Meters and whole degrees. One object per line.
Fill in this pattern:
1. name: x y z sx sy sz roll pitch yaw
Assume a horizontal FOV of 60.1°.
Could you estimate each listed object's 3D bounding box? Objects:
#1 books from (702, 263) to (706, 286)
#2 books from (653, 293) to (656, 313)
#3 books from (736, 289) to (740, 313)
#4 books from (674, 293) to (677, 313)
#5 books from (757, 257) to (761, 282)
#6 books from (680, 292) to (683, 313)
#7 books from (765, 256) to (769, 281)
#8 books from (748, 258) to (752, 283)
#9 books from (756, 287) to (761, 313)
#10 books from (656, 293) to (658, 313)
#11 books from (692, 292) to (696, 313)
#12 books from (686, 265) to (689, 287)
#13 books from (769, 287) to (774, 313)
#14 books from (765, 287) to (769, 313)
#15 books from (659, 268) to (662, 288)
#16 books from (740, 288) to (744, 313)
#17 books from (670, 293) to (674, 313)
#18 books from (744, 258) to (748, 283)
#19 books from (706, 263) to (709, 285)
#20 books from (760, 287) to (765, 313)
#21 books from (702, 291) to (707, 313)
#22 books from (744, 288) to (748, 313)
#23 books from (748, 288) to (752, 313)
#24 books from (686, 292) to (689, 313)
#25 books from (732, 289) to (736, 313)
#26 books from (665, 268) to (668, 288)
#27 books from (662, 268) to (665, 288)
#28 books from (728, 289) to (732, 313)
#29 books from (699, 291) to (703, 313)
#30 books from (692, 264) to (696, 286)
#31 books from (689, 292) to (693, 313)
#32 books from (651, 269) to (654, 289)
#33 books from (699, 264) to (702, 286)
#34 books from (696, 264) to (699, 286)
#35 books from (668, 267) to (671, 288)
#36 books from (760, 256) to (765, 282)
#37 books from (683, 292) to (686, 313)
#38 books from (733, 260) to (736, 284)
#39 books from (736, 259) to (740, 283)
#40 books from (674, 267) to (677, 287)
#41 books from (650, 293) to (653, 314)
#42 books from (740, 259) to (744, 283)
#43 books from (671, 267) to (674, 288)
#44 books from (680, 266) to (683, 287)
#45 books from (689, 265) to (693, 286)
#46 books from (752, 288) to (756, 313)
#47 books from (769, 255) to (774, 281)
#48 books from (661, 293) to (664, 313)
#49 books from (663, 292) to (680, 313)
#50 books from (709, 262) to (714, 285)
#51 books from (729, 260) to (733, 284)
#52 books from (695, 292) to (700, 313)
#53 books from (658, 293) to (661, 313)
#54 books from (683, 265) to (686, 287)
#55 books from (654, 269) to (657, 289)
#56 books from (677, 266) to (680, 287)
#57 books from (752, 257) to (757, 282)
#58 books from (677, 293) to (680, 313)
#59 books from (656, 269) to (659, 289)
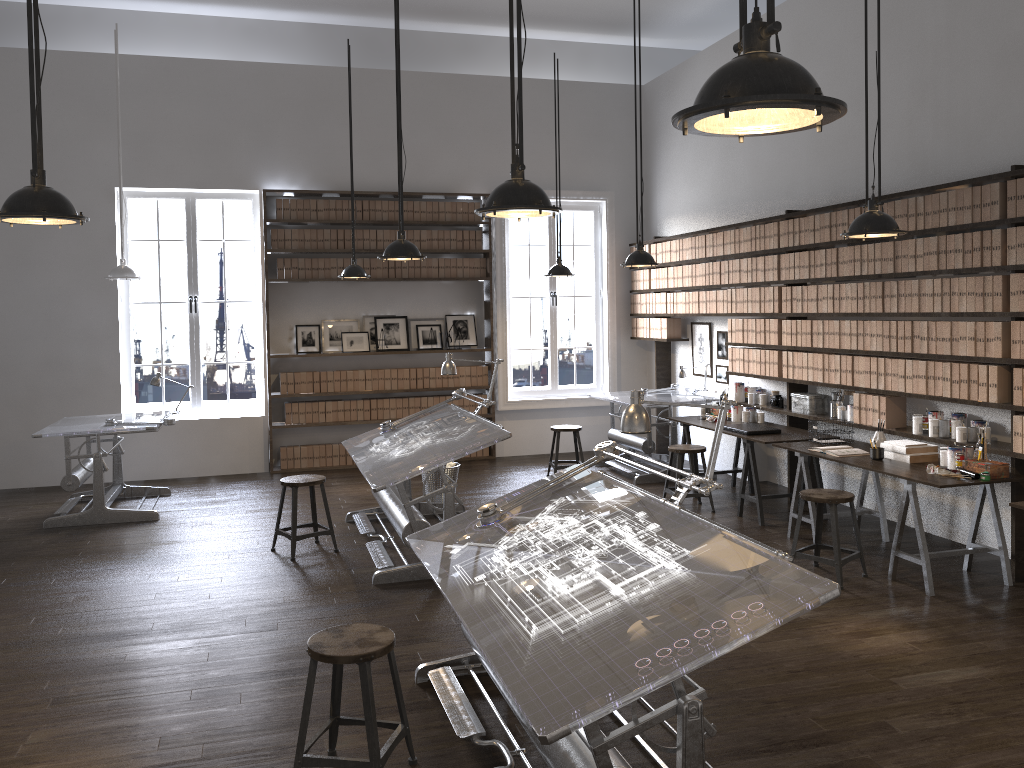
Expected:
1. books: 1.973 -1.081 8.754 0.174 0.225 0.067 -2 2 -16
2. books: 1.661 -0.900 9.872 0.174 0.225 0.067 -2 2 -16
3. books: 2.159 -0.767 8.160 0.174 0.225 0.067 -2 2 -16
4. books: 1.807 -0.854 9.375 0.174 0.225 0.067 -2 2 -16
5. books: 2.252 -1.008 7.812 0.174 0.225 0.067 -2 2 -16
6. books: 1.844 -0.844 9.240 0.174 0.225 0.067 -2 2 -16
7. books: 2.288 -0.998 7.680 0.174 0.225 0.067 -2 2 -16
8. books: 2.208 -1.018 7.945 0.174 0.225 0.067 -2 2 -16
9. books: 2.247 -0.741 7.829 0.174 0.225 0.067 -2 2 -16
10. books: 1.684 -0.895 9.806 0.174 0.225 0.067 -2 2 -16
11. books: 1.923 -0.823 8.978 0.174 0.225 0.067 -2 2 -16
12. books: 1.878 -1.107 9.096 0.174 0.225 0.067 -2 2 -16
13. books: 2.307 -0.726 7.629 0.174 0.225 0.067 -2 2 -16
14. books: 2.291 -0.731 7.698 0.174 0.225 0.067 -2 2 -16
15. books: 1.706 -1.154 9.696 0.174 0.225 0.067 -2 2 -16
16. books: 2.177 -0.762 8.092 0.174 0.225 0.067 -2 2 -16
17. books: 1.783 -0.859 9.441 0.174 0.225 0.067 -2 2 -16
18. books: 2.190 -1.023 8.015 0.174 0.225 0.067 -2 2 -16
19. books: 1.993 -1.075 8.685 0.174 0.225 0.067 -2 2 -16
20. books: 2.272 -0.736 7.766 0.174 0.225 0.067 -2 2 -16
21. books: 1.979 -0.807 8.765 0.174 0.225 0.067 -2 2 -16
22. books: 2.192 -0.756 8.024 0.174 0.225 0.067 -2 2 -16
23. books: 2.214 -0.751 7.954 0.174 0.225 0.067 -2 2 -16
24. books: 1.880 -0.833 9.100 0.174 0.225 0.067 -2 2 -16
25. books: 2.136 -0.772 8.226 0.174 0.225 0.067 -2 2 -16
26. books: 1.741 -1.143 9.561 0.174 0.225 0.067 -2 2 -16
27. books: 1.726 -1.149 9.634 0.174 0.225 0.067 -2 2 -16
28. books: 2.113 -0.777 8.294 0.174 0.225 0.067 -2 2 -16
29. books: 1.964 -0.812 8.835 0.174 0.225 0.067 -2 2 -16
30. books: 1.919 -1.097 8.959 0.174 0.225 0.067 -2 2 -16
31. books: 1.902 -0.828 9.040 0.174 0.225 0.067 -2 2 -16
32. books: 1.647 -1.169 9.895 0.174 0.225 0.067 -2 2 -16
33. books: 1.956 -1.086 8.824 0.174 0.225 0.067 -2 2 -16
34. books: 1.941 -1.092 8.893 0.174 0.225 0.067 -2 2 -16
35. books: 1.767 -1.138 9.490 0.174 0.225 0.067 -2 2 -16
36. books: 2.265 -1.002 7.743 0.174 0.225 0.067 -2 2 -16
37. books: 1.860 -0.838 9.169 0.174 0.225 0.067 -2 2 -16
38. books: 2.138 -1.038 8.205 0.174 0.225 0.067 -2 2 -16
39. books: 2.151 -1.033 8.139 0.174 0.225 0.067 -2 2 -16
40. books: 1.806 -1.127 9.354 0.174 0.225 0.067 -2 2 -16
41. books: 1.637 -0.905 9.941 0.174 0.225 0.067 -2 2 -16
42. books: 2.174 -1.028 8.076 0.174 0.225 0.067 -2 2 -16
43. books: 1.783 -1.133 9.421 0.174 0.225 0.067 -2 2 -16
44. books: 1.839 -1.117 9.219 0.174 0.225 0.067 -2 2 -16
45. books: 1.896 -1.102 9.025 0.174 0.225 0.067 -2 2 -16
46. books: 2.233 -0.746 7.895 0.174 0.225 0.067 -2 2 -16
47. books: 2.304 -0.993 7.619 0.174 0.225 0.067 -2 2 -16
48. books: 1.721 -0.884 9.667 0.174 0.225 0.067 -2 2 -16
49. books: 1.734 -0.879 9.605 0.174 0.225 0.067 -2 2 -16
50. books: 2.015 -1.071 8.625 0.174 0.225 0.067 -2 2 -16
51. books: 2.118 -1.044 8.273 0.174 0.225 0.067 -2 2 -16
52. books: 1.938 -0.818 8.905 0.174 0.225 0.067 -2 2 -16
53. books: 1.701 -0.889 9.739 0.174 0.225 0.067 -2 2 -16
54. books: 1.862 -1.112 9.156 0.174 0.225 0.067 -2 2 -16
55. books: 1.664 -1.164 9.825 0.174 0.225 0.067 -2 2 -16
56. books: 1.826 -1.122 9.286 0.174 0.225 0.067 -2 2 -16
57. books: 2.231 -1.013 7.878 0.174 0.225 0.067 -2 2 -16
58. books: 1.828 -0.849 9.308 0.174 0.225 0.067 -2 2 -16
59. books: 1.684 -1.158 9.755 0.174 0.225 0.067 -2 2 -16
